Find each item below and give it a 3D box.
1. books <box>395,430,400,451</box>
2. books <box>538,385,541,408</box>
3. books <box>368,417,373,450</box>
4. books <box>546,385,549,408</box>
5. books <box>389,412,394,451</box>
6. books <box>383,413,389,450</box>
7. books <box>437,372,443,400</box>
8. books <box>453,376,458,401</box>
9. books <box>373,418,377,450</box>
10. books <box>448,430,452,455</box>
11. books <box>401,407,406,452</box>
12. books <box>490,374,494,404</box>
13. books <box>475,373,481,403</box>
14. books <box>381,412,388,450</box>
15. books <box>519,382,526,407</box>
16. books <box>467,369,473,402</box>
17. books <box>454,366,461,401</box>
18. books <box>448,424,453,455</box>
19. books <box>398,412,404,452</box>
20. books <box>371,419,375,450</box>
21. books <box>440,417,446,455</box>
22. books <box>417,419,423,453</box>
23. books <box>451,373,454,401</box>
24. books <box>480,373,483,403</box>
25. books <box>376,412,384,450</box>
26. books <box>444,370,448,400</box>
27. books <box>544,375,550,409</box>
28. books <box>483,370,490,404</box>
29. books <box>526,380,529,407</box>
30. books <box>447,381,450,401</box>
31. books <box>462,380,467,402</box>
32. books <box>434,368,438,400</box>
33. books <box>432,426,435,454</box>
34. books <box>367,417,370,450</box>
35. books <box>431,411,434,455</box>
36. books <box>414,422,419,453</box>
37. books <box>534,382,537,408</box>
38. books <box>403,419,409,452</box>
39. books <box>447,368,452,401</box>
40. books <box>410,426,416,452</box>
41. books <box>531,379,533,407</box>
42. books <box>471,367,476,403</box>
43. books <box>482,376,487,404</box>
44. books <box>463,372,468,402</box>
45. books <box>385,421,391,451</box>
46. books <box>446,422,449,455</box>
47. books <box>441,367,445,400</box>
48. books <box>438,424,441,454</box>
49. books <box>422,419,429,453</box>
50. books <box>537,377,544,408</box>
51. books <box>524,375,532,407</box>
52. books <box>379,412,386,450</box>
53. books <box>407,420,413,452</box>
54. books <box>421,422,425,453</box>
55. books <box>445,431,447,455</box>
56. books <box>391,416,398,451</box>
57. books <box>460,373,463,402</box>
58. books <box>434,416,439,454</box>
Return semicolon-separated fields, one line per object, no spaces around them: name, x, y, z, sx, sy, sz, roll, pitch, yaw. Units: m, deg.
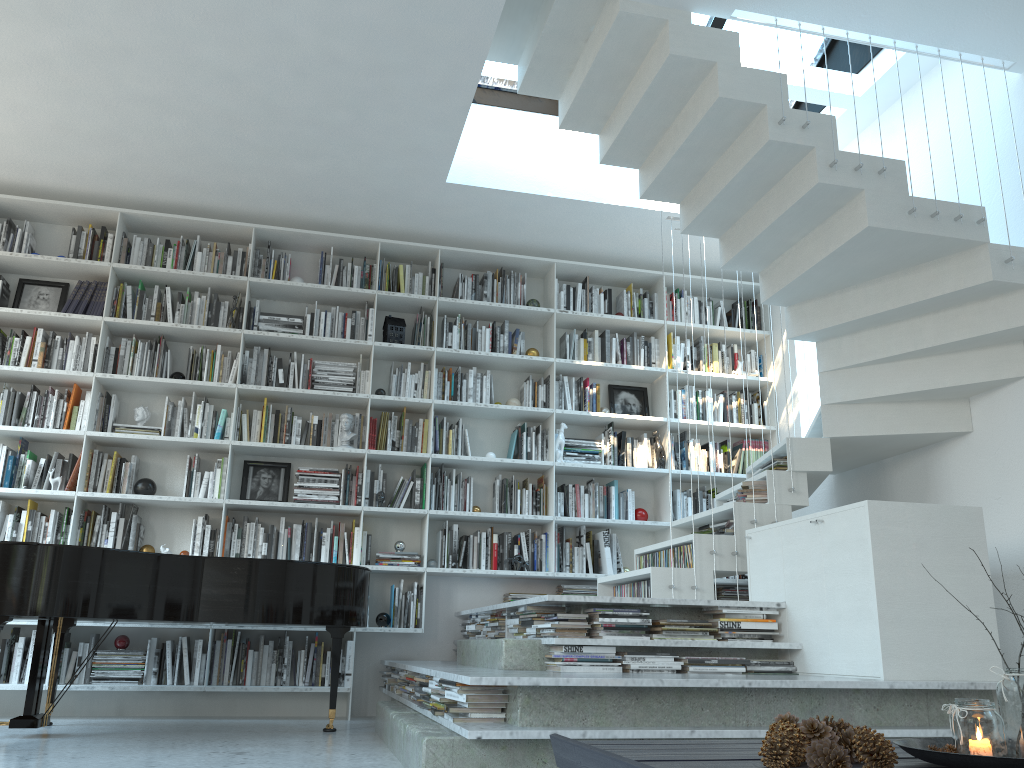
books;-0.783;0.415;5.992;0.030;0.180;0.132;5;-17;-12
books;0.178;0.127;6.290;0.013;0.201;0.174;5;-17;-12
books;-0.957;0.362;5.955;0.015;0.254;0.151;5;-16;-12
books;0.231;0.127;6.296;0.012;0.205;0.170;5;-17;-12
books;-0.819;0.350;5.974;0.019;0.293;0.164;5;-16;-12
books;-0.858;0.351;5.977;0.035;0.292;0.145;5;-16;-12
books;-0.510;0.053;6.155;0.030;0.241;0.138;5;-16;-12
books;-0.407;0.072;6.165;0.026;0.215;0.162;5;-17;-12
books;-0.928;0.371;5.971;0.013;0.246;0.177;5;-17;-12
books;-0.433;0.426;6.028;0.017;0.191;0.192;5;-17;-12
books;-0.745;0.337;6.001;0.021;0.336;0.170;5;-16;-12
books;-0.152;0.077;6.232;0.034;0.253;0.161;5;-16;-12
books;-0.253;0.067;6.191;0.025;0.244;0.184;5;-17;-12
books;-0.867;0.346;5.960;0.035;0.292;0.145;5;-16;-12
books;0.076;0.113;6.281;0.015;0.219;0.140;5;-16;-12
books;-0.303;0.051;6.172;0.030;0.262;0.182;5;-17;-12
books;-0.382;0.037;6.160;0.014;0.279;0.178;5;-16;-12
books;-0.427;0.410;6.062;0.008;0.241;0.169;5;-17;-12
books;-0.754;0.352;5.975;0.019;0.292;0.182;5;-16;-12
books;-0.940;0.368;5.956;0.014;0.243;0.145;5;-16;-12
books;-0.475;0.381;6.032;0.013;0.278;0.192;5;-17;-12
books;-0.634;0.381;6.017;0.032;0.265;0.143;5;-16;-12
books;-0.425;0.060;6.162;0.013;0.235;0.158;5;-17;-12
books;-0.234;0.067;6.218;0.024;0.261;0.134;5;-16;-12
books;-0.893;0.345;5.959;0.035;0.292;0.145;5;-16;-12
books;-0.470;0.048;6.145;0.014;0.247;0.177;5;-17;-12
books;0.242;0.092;6.301;0.005;0.277;0.183;5;-16;-12
books;-0.184;0.058;6.205;0.024;0.271;0.170;5;-16;-12
books;0.096;0.107;6.281;0.012;0.231;0.154;5;-17;-12
books;-0.457;0.086;6.150;0.021;0.178;0.137;5;-17;-12
books;-0.346;0.086;6.171;0.025;0.193;0.171;5;-17;-12
books;-0.546;0.039;6.125;0.028;0.250;0.190;5;-17;-12
books;-0.545;0.411;6.034;0.015;0.219;0.155;5;-17;-12
books;-0.972;0.361;5.950;0.014;0.253;0.161;5;-16;-12
books;-0.551;0.359;6.032;0.006;0.317;0.165;5;-16;-12
books;-0.658;0.393;6.013;0.028;0.239;0.146;5;-16;-12
books;0.150;0.114;6.294;0.016;0.227;0.160;5;-17;-12
books;-0.729;0.380;5.997;0.033;0.252;0.175;5;-17;-12
books;-0.442;0.041;6.184;0.014;0.283;0.136;5;-16;-12
books;-0.679;0.403;5.985;0.034;0.203;0.182;5;-17;-12
books;0.124;0.104;6.288;0.016;0.243;0.152;5;-16;-12
books;-0.281;0.045;6.207;0.027;0.294;0.160;5;-16;-12
books;-0.209;0.079;6.205;0.021;0.231;0.183;5;-17;-12
books;-0.329;0.059;6.189;0.011;0.256;0.131;5;-16;-12
books;-0.837;0.379;5.964;0.015;0.231;0.180;5;-17;-12
books;-0.455;0.402;6.062;0.013;0.255;0.145;5;-16;-12
books;-0.487;0.037;6.161;0.014;0.277;0.154;5;-16;-12
books;-0.506;0.406;6.055;0.007;0.243;0.146;5;-16;-12
books;-0.599;0.386;6.037;0.033;0.268;0.142;5;-16;-12
books;0.194;0.099;6.291;0.016;0.256;0.176;5;-17;-12
books;0.112;0.088;6.278;0.015;0.266;0.164;5;-16;-12
books;-0.883;0.349;5.971;0.035;0.292;0.145;5;-16;-12
books;-0.701;0.380;5.977;0.027;0.241;0.189;5;-17;-12
books;-0.619;0.395;6.033;0.019;0.247;0.149;5;-16;-12
books;-0.467;0.430;6.045;0.014;0.192;0.147;5;-17;-12
books;-0.806;0.366;5.997;0.035;0.277;0.139;5;-16;-12
books;-0.367;0.061;6.164;0.022;0.236;0.165;5;-17;-12
books;-0.522;0.378;6.038;0.035;0.287;0.192;5;-17;-12
